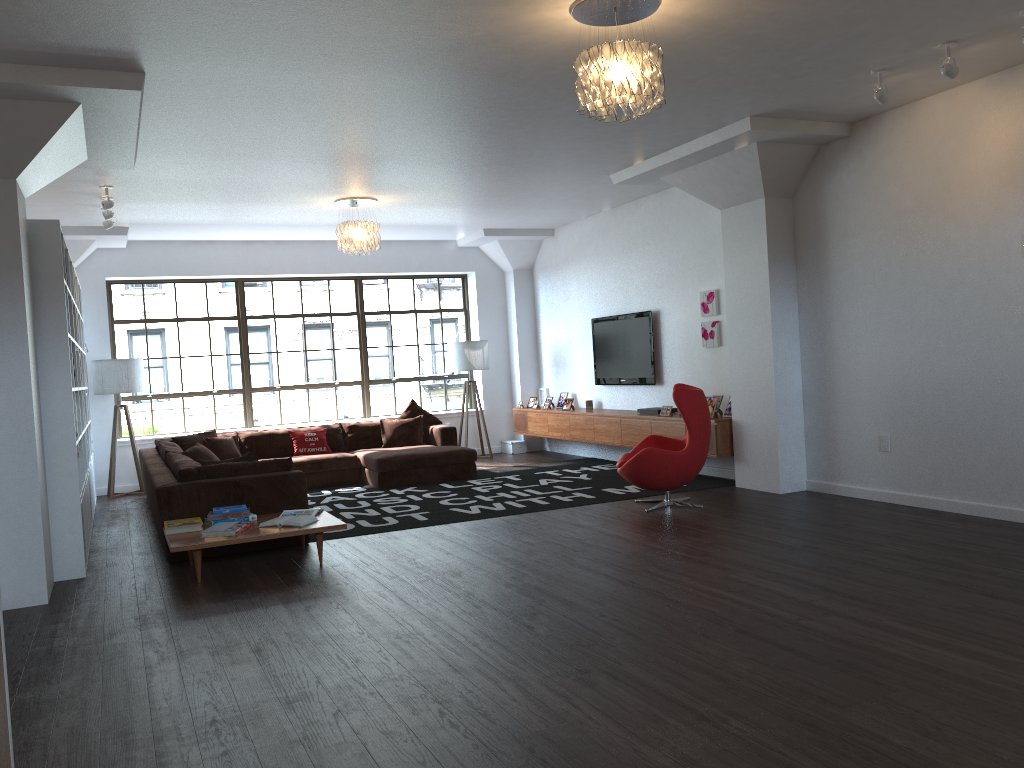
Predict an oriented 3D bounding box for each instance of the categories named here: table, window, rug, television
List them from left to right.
[{"bbox_3d":[-1.766,1.102,6.067,1.100,0.271,0.853,-4,2,-24],"label":"table"},{"bbox_3d":[-2.735,-0.433,11.755,4.648,1.905,0.114,-4,2,-24],"label":"window"},{"bbox_3d":[-0.315,1.069,8.944,4.200,0.007,3.100,-4,2,-23],"label":"rug"},{"bbox_3d":[1.270,-0.393,10.266,0.013,0.816,1.324,-4,2,-24],"label":"television"}]

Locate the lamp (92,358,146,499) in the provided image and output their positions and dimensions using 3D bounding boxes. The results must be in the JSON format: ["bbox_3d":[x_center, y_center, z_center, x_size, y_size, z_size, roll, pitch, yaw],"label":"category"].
[{"bbox_3d":[-4.515,0.503,10.282,0.545,1.579,0.545,-5,2,-35],"label":"lamp"}]

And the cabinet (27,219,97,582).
[{"bbox_3d":[-4.088,0.121,7.921,0.461,2.414,4.500,-4,2,-24],"label":"cabinet"}]

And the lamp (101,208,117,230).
[{"bbox_3d":[-3.900,-1.597,8.565,0.111,0.211,0.120,-2,2,40],"label":"lamp"}]

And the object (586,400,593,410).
[{"bbox_3d":[0.956,0.258,10.961,0.089,0.110,0.089,-3,2,21],"label":"object"}]

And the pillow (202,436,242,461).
[{"bbox_3d":[-3.214,0.732,9.804,0.238,0.337,0.489,-2,2,35],"label":"pillow"}]

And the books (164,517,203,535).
[{"bbox_3d":[-2.256,0.973,6.087,0.241,0.045,0.334,-4,2,-23],"label":"books"}]

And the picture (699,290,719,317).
[{"bbox_3d":[1.957,-0.801,8.814,0.030,0.250,0.250,-4,2,-24],"label":"picture"}]

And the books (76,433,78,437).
[{"bbox_3d":[-3.163,0.356,6.128,0.284,0.033,0.197,-2,2,41],"label":"books"}]

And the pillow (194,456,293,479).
[{"bbox_3d":[-2.044,0.758,6.803,0.750,0.364,0.289,-4,2,-25],"label":"pillow"}]

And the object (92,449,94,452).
[{"bbox_3d":[-4.811,0.746,9.807,0.331,0.088,0.410,-4,2,-24],"label":"object"}]

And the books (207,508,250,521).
[{"bbox_3d":[-2.000,0.920,6.272,0.279,0.035,0.191,-4,2,-14],"label":"books"}]

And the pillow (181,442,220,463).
[{"bbox_3d":[-2.874,0.749,8.287,0.325,0.391,0.625,-4,2,-8],"label":"pillow"}]

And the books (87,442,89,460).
[{"bbox_3d":[-4.282,0.659,8.746,0.183,0.253,0.034,-4,2,-25],"label":"books"}]

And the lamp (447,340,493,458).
[{"bbox_3d":[-0.550,0.215,11.956,0.545,1.579,0.545,-4,2,-13],"label":"lamp"}]

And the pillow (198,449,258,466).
[{"bbox_3d":[-2.191,0.719,7.029,0.559,0.411,0.269,-3,2,22],"label":"pillow"}]

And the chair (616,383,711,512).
[{"bbox_3d":[1.265,0.512,7.440,0.801,1.006,0.798,-3,2,1],"label":"chair"}]

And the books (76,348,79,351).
[{"bbox_3d":[-3.680,-0.277,7.255,0.223,0.027,0.161,-4,2,-15],"label":"books"}]

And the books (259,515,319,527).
[{"bbox_3d":[-1.521,0.933,6.032,0.342,0.040,0.231,-3,2,16],"label":"books"}]

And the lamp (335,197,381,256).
[{"bbox_3d":[-1.559,-1.579,8.969,0.441,0.539,0.442,-3,2,18],"label":"lamp"}]

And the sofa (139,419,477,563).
[{"bbox_3d":[-1.778,0.831,8.844,3.481,0.664,4.197,-4,2,-24],"label":"sofa"}]

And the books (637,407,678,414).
[{"bbox_3d":[1.564,0.291,9.548,0.250,0.053,0.400,-4,2,-24],"label":"books"}]

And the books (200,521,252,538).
[{"bbox_3d":[-1.890,0.961,5.876,0.236,0.035,0.340,-3,2,1],"label":"books"}]

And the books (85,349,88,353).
[{"bbox_3d":[-4.865,-0.356,9.784,0.284,0.035,0.197,-3,2,6],"label":"books"}]

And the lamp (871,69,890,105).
[{"bbox_3d":[2.367,-1.905,5.691,0.111,0.211,0.120,-3,2,10],"label":"lamp"}]

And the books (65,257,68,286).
[{"bbox_3d":[-3.487,-0.838,6.747,0.182,0.253,0.098,-4,2,-24],"label":"books"}]

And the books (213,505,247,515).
[{"bbox_3d":[-1.997,0.889,6.271,0.224,0.027,0.157,-4,2,-19],"label":"books"}]

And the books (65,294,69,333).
[{"bbox_3d":[-3.247,-0.488,6.281,0.176,0.290,0.053,-4,2,-24],"label":"books"}]

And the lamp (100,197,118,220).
[{"bbox_3d":[-3.687,-1.597,8.092,0.111,0.211,0.120,-3,2,25],"label":"lamp"}]

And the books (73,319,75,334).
[{"bbox_3d":[-3.890,-0.483,7.658,0.197,0.283,0.065,-4,2,-24],"label":"books"}]

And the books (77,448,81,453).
[{"bbox_3d":[-3.129,0.472,6.155,0.223,0.027,0.161,-4,2,-15],"label":"books"}]

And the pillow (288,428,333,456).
[{"bbox_3d":[-2.353,0.681,10.347,0.465,0.308,0.220,-4,2,-28],"label":"pillow"}]

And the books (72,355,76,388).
[{"bbox_3d":[-3.515,-0.092,6.930,0.182,0.253,0.034,-4,2,-24],"label":"books"}]

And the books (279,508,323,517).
[{"bbox_3d":[-1.521,0.924,6.409,0.256,0.035,0.350,-3,2,1],"label":"books"}]

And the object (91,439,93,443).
[{"bbox_3d":[-4.816,0.658,9.804,0.331,0.088,0.410,-4,2,-24],"label":"object"}]

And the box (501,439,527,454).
[{"bbox_3d":[0.028,0.877,12.390,0.228,0.165,0.368,-4,2,-24],"label":"box"}]

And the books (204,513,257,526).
[{"bbox_3d":[-1.992,0.956,6.271,0.312,0.037,0.216,-5,2,-34],"label":"books"}]

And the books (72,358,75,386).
[{"bbox_3d":[-3.448,-0.092,6.769,0.182,0.253,0.034,-4,2,-24],"label":"books"}]

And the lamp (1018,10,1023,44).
[{"bbox_3d":[2.787,-1.906,4.757,0.111,0.211,0.120,-2,2,40],"label":"lamp"}]

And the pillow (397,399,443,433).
[{"bbox_3d":[-1.206,0.478,10.914,0.335,0.587,0.651,-2,2,45],"label":"pillow"}]

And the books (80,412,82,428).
[{"bbox_3d":[-3.741,0.280,7.485,0.183,0.253,0.034,-4,2,-25],"label":"books"}]

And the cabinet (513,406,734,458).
[{"bbox_3d":[1.153,0.494,10.283,0.459,0.350,4.501,-4,2,-24],"label":"cabinet"}]

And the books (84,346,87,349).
[{"bbox_3d":[-4.868,-0.390,9.783,0.284,0.033,0.197,-4,2,-9],"label":"books"}]

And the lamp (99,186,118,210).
[{"bbox_3d":[-3.480,-1.598,7.630,0.111,0.211,0.120,-3,2,10],"label":"lamp"}]

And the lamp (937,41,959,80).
[{"bbox_3d":[2.575,-1.906,5.230,0.111,0.211,0.120,-3,2,25],"label":"lamp"}]

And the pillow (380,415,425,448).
[{"bbox_3d":[-1.321,0.573,10.681,0.542,0.362,0.248,-4,2,-3],"label":"pillow"}]

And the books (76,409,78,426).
[{"bbox_3d":[-3.484,0.280,6.900,0.183,0.253,0.034,-4,2,-24],"label":"books"}]

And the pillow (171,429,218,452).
[{"bbox_3d":[-3.429,0.727,9.813,0.334,0.418,0.580,-2,2,39],"label":"pillow"}]

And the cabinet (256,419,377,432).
[{"bbox_3d":[-2.432,0.827,11.293,1.520,0.625,0.350,-4,2,-24],"label":"cabinet"}]

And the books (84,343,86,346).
[{"bbox_3d":[-4.865,-0.423,9.779,0.254,0.032,0.174,-3,2,11],"label":"books"}]

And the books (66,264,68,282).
[{"bbox_3d":[-3.570,-0.839,6.917,0.182,0.255,0.077,-4,2,-24],"label":"books"}]

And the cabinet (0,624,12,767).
[{"bbox_3d":[-0.832,0.930,0.138,0.898,0.796,4.493,-4,2,-24],"label":"cabinet"}]

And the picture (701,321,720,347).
[{"bbox_3d":[1.976,-0.494,8.823,0.030,0.250,0.250,-4,2,-24],"label":"picture"}]

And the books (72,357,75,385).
[{"bbox_3d":[-3.488,-0.085,6.861,0.174,0.239,0.045,-4,2,-24],"label":"books"}]

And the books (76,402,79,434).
[{"bbox_3d":[-3.540,0.279,7.024,0.183,0.253,0.034,-4,2,-24],"label":"books"}]

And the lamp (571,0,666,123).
[{"bbox_3d":[0.521,-1.584,4.355,0.441,0.539,0.442,-3,2,18],"label":"lamp"}]
